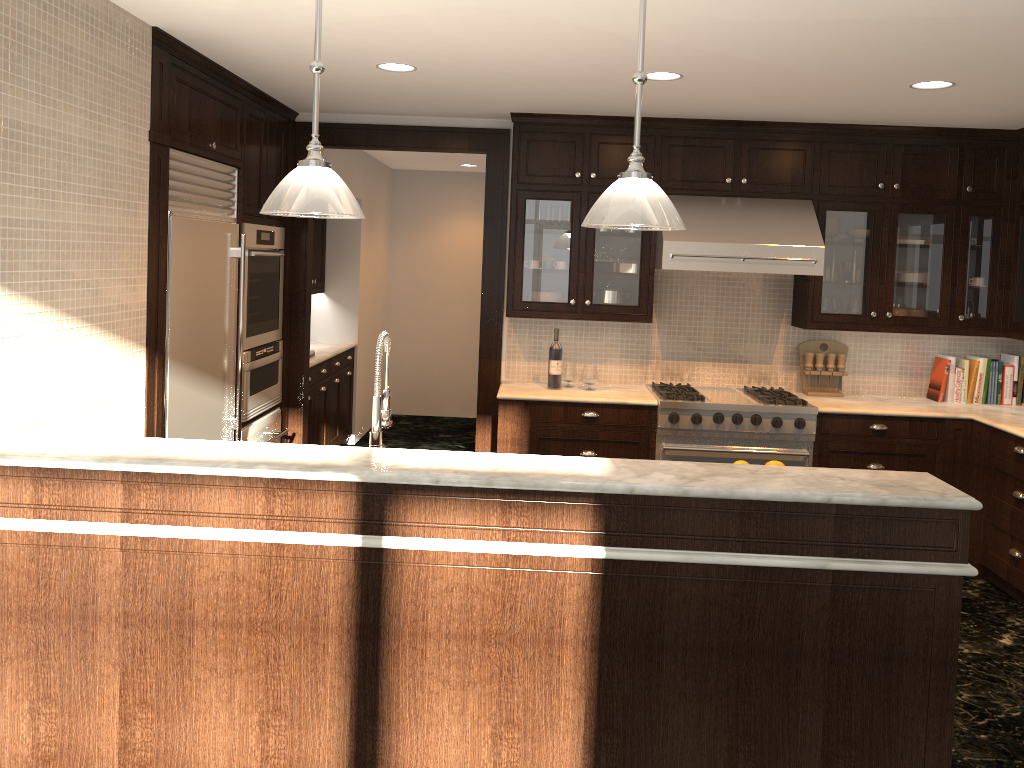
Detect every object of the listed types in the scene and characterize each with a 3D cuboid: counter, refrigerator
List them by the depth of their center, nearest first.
[{"bbox_3d":[-0.136,0.249,2.611,2.854,0.032,0.330,2,8,2],"label":"counter"},{"bbox_3d":[-0.140,0.380,2.982,2.868,0.032,1.062,2,8,2],"label":"counter"},{"bbox_3d":[-1.799,-0.046,4.346,0.687,2.111,0.895,2,4,1],"label":"refrigerator"},{"bbox_3d":[1.576,0.220,4.583,3.367,0.032,2.334,2,8,2],"label":"counter"},{"bbox_3d":[-1.748,-0.236,6.885,0.709,0.032,1.870,2,8,1],"label":"counter"}]

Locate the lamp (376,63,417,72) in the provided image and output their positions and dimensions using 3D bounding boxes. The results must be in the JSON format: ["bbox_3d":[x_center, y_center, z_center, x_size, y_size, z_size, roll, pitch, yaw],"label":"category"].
[{"bbox_3d":[-0.550,-1.576,4.213,0.198,0.136,0.199,3,6,6],"label":"lamp"}]

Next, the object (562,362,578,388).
[{"bbox_3d":[0.356,-0.055,5.544,0.112,0.150,0.113,2,5,-6],"label":"object"}]

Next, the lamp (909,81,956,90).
[{"bbox_3d":[1.975,-1.468,4.142,0.198,0.136,0.198,7,8,36],"label":"lamp"}]

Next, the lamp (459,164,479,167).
[{"bbox_3d":[-0.419,-2.194,8.607,0.197,0.136,0.199,-1,7,-23],"label":"lamp"}]

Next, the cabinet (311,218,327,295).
[{"bbox_3d":[-1.854,-1.095,6.848,0.432,0.822,1.871,2,7,1],"label":"cabinet"}]

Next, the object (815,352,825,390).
[{"bbox_3d":[1.951,-0.084,5.611,0.061,0.236,0.061,1,3,-29],"label":"object"}]

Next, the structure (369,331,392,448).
[{"bbox_3d":[-0.445,0.083,3.015,0.051,0.528,0.245,2,4,1],"label":"structure"}]

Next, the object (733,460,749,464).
[{"bbox_3d":[0.834,0.314,3.205,0.079,0.073,0.083,1,6,-11],"label":"object"}]

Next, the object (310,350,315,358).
[{"bbox_3d":[-1.707,-0.402,6.557,0.447,0.404,0.346,2,5,2],"label":"object"}]

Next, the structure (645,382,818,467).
[{"bbox_3d":[1.296,0.461,5.418,0.906,0.834,0.724,2,5,2],"label":"structure"}]

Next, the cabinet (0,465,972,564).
[{"bbox_3d":[-0.150,0.340,2.616,2.835,0.152,0.295,2,7,2],"label":"cabinet"}]

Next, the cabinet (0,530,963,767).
[{"bbox_3d":[-0.153,0.819,3.007,2.847,0.909,1.033,2,6,2],"label":"cabinet"}]

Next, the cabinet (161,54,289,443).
[{"bbox_3d":[-1.773,-0.348,4.746,0.756,2.410,1.855,2,5,1],"label":"cabinet"}]

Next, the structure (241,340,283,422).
[{"bbox_3d":[-1.782,-0.042,5.232,0.665,0.387,0.769,2,7,1],"label":"structure"}]

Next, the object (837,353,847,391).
[{"bbox_3d":[2.089,-0.078,5.608,0.061,0.236,0.061,0,4,-35],"label":"object"}]

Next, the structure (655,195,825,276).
[{"bbox_3d":[1.351,-0.922,5.379,0.930,0.475,0.644,2,6,2],"label":"structure"}]

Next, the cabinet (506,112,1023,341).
[{"bbox_3d":[1.621,-0.847,4.537,3.366,1.249,2.325,2,7,2],"label":"cabinet"}]

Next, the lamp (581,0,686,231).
[{"bbox_3d":[0.385,-0.865,2.678,0.318,0.780,0.319,3,4,16],"label":"lamp"}]

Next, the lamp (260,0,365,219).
[{"bbox_3d":[-0.599,-0.907,2.705,0.318,0.780,0.319,3,4,16],"label":"lamp"}]

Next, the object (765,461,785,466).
[{"bbox_3d":[0.961,0.316,3.218,0.083,0.071,0.081,4,6,17],"label":"object"}]

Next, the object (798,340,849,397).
[{"bbox_3d":[1.988,-0.102,5.619,0.316,0.348,0.111,2,3,1],"label":"object"}]

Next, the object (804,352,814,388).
[{"bbox_3d":[1.885,-0.091,5.612,0.061,0.227,0.061,1,3,-17],"label":"object"}]

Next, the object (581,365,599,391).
[{"bbox_3d":[0.480,-0.038,5.454,0.112,0.150,0.113,2,5,-6],"label":"object"}]

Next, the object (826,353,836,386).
[{"bbox_3d":[2.023,-0.086,5.609,0.061,0.225,0.061,1,4,-29],"label":"object"}]

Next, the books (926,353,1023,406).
[{"bbox_3d":[2.965,-0.039,5.587,0.603,0.310,0.195,2,4,1],"label":"books"}]

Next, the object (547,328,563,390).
[{"bbox_3d":[0.268,-0.158,5.439,0.094,0.376,0.095,3,3,17],"label":"object"}]

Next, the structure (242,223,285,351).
[{"bbox_3d":[-1.715,-0.592,5.205,0.613,0.697,0.763,2,6,1],"label":"structure"}]

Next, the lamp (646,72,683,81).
[{"bbox_3d":[0.713,-1.522,4.177,0.198,0.136,0.199,-2,8,-33],"label":"lamp"}]

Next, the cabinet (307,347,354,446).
[{"bbox_3d":[-1.436,0.166,6.894,0.057,0.741,1.805,2,7,1],"label":"cabinet"}]

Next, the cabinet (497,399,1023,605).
[{"bbox_3d":[1.559,0.674,4.604,3.367,0.876,2.334,2,7,2],"label":"cabinet"}]
